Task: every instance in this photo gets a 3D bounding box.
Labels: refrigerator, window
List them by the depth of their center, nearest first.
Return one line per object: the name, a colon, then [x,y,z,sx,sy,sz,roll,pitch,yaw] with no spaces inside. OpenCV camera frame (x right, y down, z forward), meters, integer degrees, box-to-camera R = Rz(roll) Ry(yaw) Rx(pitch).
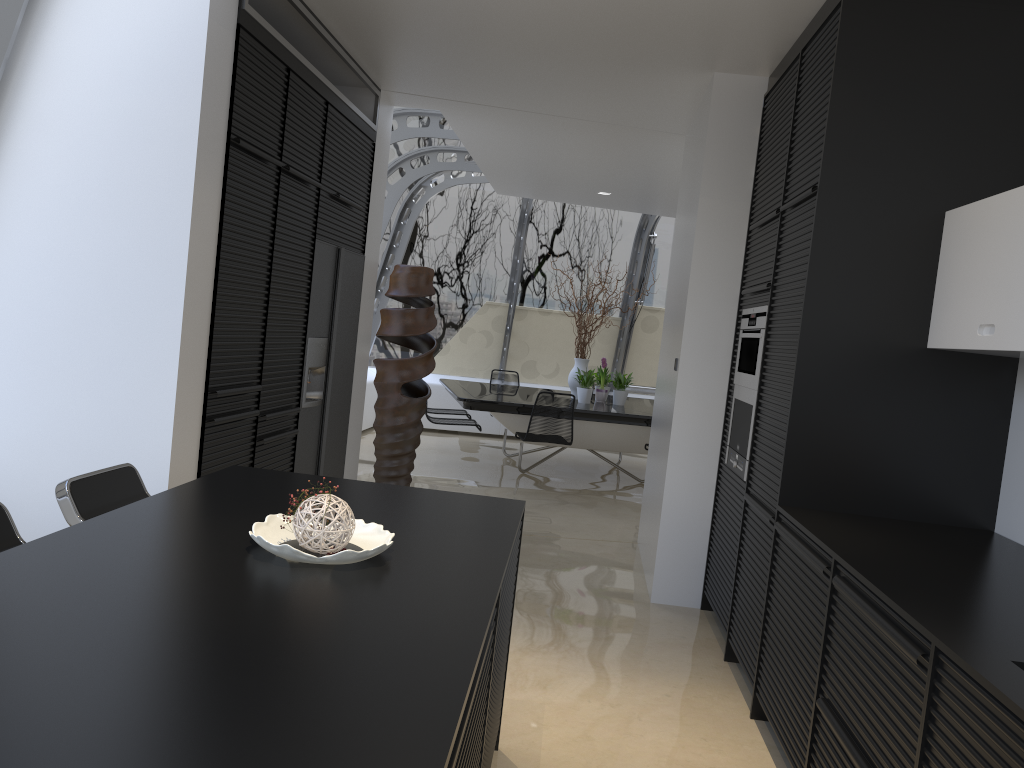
window: [4.344,0.142,5.109,16.171,3.674,16.693,6,3,-3]
refrigerator: [-1.228,0.022,5.483,0.234,1.742,1.006,6,4,4]

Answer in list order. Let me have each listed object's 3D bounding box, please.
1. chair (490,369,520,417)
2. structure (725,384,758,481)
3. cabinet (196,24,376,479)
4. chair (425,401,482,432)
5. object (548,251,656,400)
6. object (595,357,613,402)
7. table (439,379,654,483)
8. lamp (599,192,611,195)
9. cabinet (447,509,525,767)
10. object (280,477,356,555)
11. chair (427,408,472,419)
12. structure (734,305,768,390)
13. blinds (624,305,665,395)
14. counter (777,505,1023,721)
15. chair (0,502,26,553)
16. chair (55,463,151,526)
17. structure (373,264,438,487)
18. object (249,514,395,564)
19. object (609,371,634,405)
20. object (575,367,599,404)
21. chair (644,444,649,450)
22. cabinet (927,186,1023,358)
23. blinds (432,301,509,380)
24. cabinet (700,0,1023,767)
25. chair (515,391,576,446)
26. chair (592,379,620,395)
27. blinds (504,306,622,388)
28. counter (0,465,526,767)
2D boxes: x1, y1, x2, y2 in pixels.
chair: [-0.061,0.113,10.558,0.446,0.519,0.688,6,4,-9]
structure: [1.124,0.223,4.356,0.023,0.420,0.592,7,4,5]
cabinet: [-1.539,-0.318,4.893,0.831,2.558,2.252,7,4,5]
chair: [-0.635,0.160,8.761,0.688,0.519,0.446,6,4,-9]
object: [0.887,-0.585,9.199,1.135,1.549,1.031,5,4,-17]
object: [0.961,-0.054,9.564,0.238,0.476,0.417,7,4,19]
table: [0.777,0.551,9.452,3.031,0.759,2.494,6,4,-9]
lamp: [6.433,-1.106,5.095,9.928,0.004,9.775,6,4,-8]
cabinet: [-0.637,0.868,1.131,1.007,0.838,3.800,6,4,4]
object: [-0.442,0.314,2.094,0.190,0.191,0.165,8,4,32]
chair: [-0.776,0.089,9.674,0.688,0.519,0.446,6,4,-9]
structure: [1.164,-0.179,4.332,0.061,0.388,0.592,6,4,4]
blinds: [2.204,-0.394,12.052,1.376,1.214,0.387,6,4,-9]
counter: [1.292,0.626,1.547,0.804,0.025,3.738,6,4,4]
chair: [-1.168,0.742,2.072,0.460,0.857,0.418,7,4,5]
chair: [-1.110,0.709,2.720,0.460,0.857,0.418,7,4,5]
structure: [-0.868,-0.010,7.009,0.493,1.843,0.498,6,3,2]
object: [-0.445,0.375,2.087,0.334,0.078,0.329,6,4,-9]
object: [1.138,0.035,9.251,0.284,0.369,0.215,8,4,24]
object: [0.744,0.009,8.979,0.284,0.369,0.215,8,4,29]
chair: [1.574,0.431,8.282,0.446,0.519,0.688,6,4,-9]
cabinet: [1.635,-0.273,1.473,0.343,0.515,3.741,6,4,4]
blinds: [-1.098,-0.108,11.760,1.829,2.118,0.663,6,4,-9]
cabinet: [1.411,-0.014,2.217,0.831,2.901,5.157,6,4,4]
chair: [0.320,0.307,8.079,0.446,0.519,0.688,6,4,-9]
chair: [1.192,0.237,10.761,0.446,0.519,0.688,6,4,-9]
blinds: [0.675,-0.454,11.841,1.430,1.027,0.329,6,4,-9]
counter: [-0.590,0.444,1.105,1.006,0.018,3.800,6,4,4]
